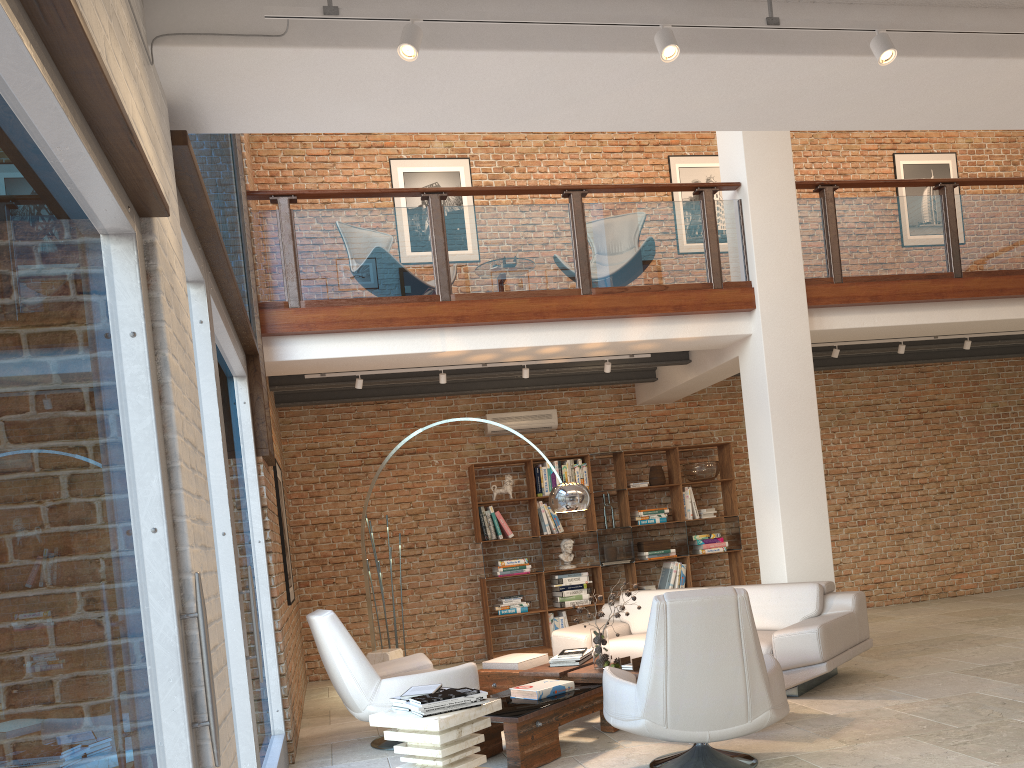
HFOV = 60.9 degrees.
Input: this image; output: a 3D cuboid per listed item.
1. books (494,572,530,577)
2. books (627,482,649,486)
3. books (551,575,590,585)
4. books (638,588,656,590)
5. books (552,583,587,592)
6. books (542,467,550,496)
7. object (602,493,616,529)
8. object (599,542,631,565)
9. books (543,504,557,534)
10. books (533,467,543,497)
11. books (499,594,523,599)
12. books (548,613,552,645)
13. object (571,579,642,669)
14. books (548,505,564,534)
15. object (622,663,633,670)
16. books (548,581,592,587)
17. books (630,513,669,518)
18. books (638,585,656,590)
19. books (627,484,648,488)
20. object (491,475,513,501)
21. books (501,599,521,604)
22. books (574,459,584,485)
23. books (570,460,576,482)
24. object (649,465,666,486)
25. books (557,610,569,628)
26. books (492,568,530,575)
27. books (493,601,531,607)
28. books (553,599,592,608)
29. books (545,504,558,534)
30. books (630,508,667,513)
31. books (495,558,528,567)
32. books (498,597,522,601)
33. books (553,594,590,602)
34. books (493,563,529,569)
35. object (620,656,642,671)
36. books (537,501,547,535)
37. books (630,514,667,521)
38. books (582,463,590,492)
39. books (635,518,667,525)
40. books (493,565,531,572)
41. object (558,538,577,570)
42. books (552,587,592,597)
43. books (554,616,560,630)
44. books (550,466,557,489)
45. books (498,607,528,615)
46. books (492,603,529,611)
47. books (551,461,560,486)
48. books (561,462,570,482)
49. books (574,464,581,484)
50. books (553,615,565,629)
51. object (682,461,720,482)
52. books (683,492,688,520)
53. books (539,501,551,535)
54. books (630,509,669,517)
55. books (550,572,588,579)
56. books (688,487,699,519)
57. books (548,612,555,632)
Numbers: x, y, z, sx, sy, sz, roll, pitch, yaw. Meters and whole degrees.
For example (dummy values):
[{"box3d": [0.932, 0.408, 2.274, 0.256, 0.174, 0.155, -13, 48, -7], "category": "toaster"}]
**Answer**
[{"box3d": [-0.002, 2.118, 9.709, 0.354, 0.020, 0.277, -4, -10, -12], "category": "books"}, {"box3d": [1.422, 1.147, 9.973, 0.235, 0.018, 0.174, -2, -10, -19], "category": "books"}, {"box3d": [0.653, 2.213, 9.856, 0.378, 0.064, 0.249, -3, -10, -18], "category": "books"}, {"box3d": [1.542, 2.369, 10.046, 0.162, 0.017, 0.257, -4, -10, -12], "category": "books"}, {"box3d": [0.644, 2.289, 9.822, 0.325, 0.055, 0.260, -3, -10, -17], "category": "books"}, {"box3d": [0.351, 1.105, 9.792, 0.055, 0.326, 0.258, -6, -3, -13], "category": "books"}, {"box3d": [1.092, 1.442, 9.896, 0.121, 0.395, 0.062, -6, 0, -10], "category": "object"}, {"box3d": [1.137, 1.931, 9.920, 0.334, 0.230, 0.288, -4, -6, -12], "category": "object"}, {"box3d": [0.394, 1.521, 9.805, 0.124, 0.345, 0.275, -6, -3, -13], "category": "books"}, {"box3d": [0.271, 1.113, 9.794, 0.055, 0.326, 0.258, -6, -3, -13], "category": "books"}, {"box3d": [-0.013, 2.369, 9.709, 0.251, 0.017, 0.165, -4, -10, -12], "category": "books"}, {"box3d": [0.403, 2.756, 9.782, 0.036, 0.380, 0.247, -6, -2, -13], "category": "books"}, {"box3d": [0.711, 1.652, 6.051, 0.539, 0.601, 0.321, -2, -4, -42], "category": "object"}, {"box3d": [0.464, 1.524, 9.814, 0.157, 0.326, 0.258, -6, -3, -13], "category": "books"}, {"box3d": [0.914, 1.872, 5.800, 0.270, 0.034, 0.253, 2, -13, -40], "category": "object"}, {"box3d": [0.653, 2.253, 9.837, 0.443, 0.020, 0.277, -4, -10, -12], "category": "books"}, {"box3d": [1.581, 1.514, 10.047, 0.378, 0.018, 0.249, -2, -10, -19], "category": "books"}, {"box3d": [1.551, 2.344, 10.053, 0.132, 0.033, 0.210, -3, -10, -17], "category": "books"}, {"box3d": [1.432, 1.171, 9.968, 0.205, 0.033, 0.135, -4, -10, -12], "category": "books"}, {"box3d": [-0.105, 1.143, 9.647, 0.251, 0.280, 0.131, -6, -1, -4], "category": "object"}, {"box3d": [-0.014, 2.424, 9.722, 0.205, 0.033, 0.135, -4, -10, -12], "category": "books"}, {"box3d": [0.758, 1.052, 9.888, 0.036, 0.380, 0.247, -6, -2, -13], "category": "books"}, {"box3d": [0.666, 1.058, 9.868, 0.036, 0.380, 0.247, -6, -2, -13], "category": "books"}, {"box3d": [1.664, 1.057, 10.015, 0.195, 0.230, 0.193, -9, -5, 35], "category": "object"}, {"box3d": [0.595, 2.746, 9.847, 0.079, 0.381, 0.247, -6, -2, -13], "category": "books"}, {"box3d": [-0.012, 2.089, 9.700, 0.378, 0.036, 0.249, -3, -10, -17], "category": "books"}, {"box3d": [-0.004, 2.445, 9.699, 0.378, 0.018, 0.249, -2, -10, -19], "category": "books"}, {"box3d": [0.677, 2.468, 9.835, 0.378, 0.064, 0.249, -3, -10, -18], "category": "books"}, {"box3d": [0.413, 1.521, 9.818, 0.124, 0.345, 0.275, -6, -3, -13], "category": "books"}, {"box3d": [1.573, 1.460, 10.058, 0.354, 0.020, 0.277, -3, -10, -14], "category": "books"}, {"box3d": [-0.009, 1.987, 9.713, 0.325, 0.055, 0.259, -4, -10, -10], "category": "books"}, {"box3d": [-0.023, 2.400, 9.727, 0.235, 0.018, 0.174, -2, -10, -19], "category": "books"}, {"box3d": [0.666, 2.413, 9.853, 0.361, 0.055, 0.287, -4, -10, -10], "category": "books"}, {"box3d": [-0.013, 2.026, 9.714, 0.354, 0.020, 0.277, -3, -10, -14], "category": "books"}, {"box3d": [0.795, 1.861, 5.801, 0.093, 0.081, 0.116, -1, -8, -40], "category": "object"}, {"box3d": [0.301, 1.512, 9.799, 0.101, 0.380, 0.247, -6, -2, -13], "category": "books"}, {"box3d": [1.567, 1.544, 10.054, 0.378, 0.036, 0.249, -4, -10, -12], "category": "books"}, {"box3d": [0.805, 1.079, 9.914, 0.055, 0.326, 0.258, -6, -3, -13], "category": "books"}, {"box3d": [1.593, 1.587, 10.050, 0.326, 0.055, 0.259, -6, -9, -2], "category": "books"}, {"box3d": [-0.004, 2.051, 9.695, 0.378, 0.036, 0.249, -3, -10, -18], "category": "books"}, {"box3d": [0.615, 1.914, 9.837, 0.196, 0.347, 0.195, -6, -2, 3], "category": "object"}, {"box3d": [0.674, 2.350, 9.839, 0.378, 0.064, 0.249, -1, -10, -25], "category": "books"}, {"box3d": [0.485, 2.779, 9.807, 0.057, 0.326, 0.258, -6, -3, -13], "category": "books"}, {"box3d": [0.438, 1.102, 9.829, 0.055, 0.326, 0.258, -6, -3, -13], "category": "books"}, {"box3d": [0.008, 2.518, 9.703, 0.326, 0.055, 0.259, -6, -9, -2], "category": "books"}, {"box3d": [-0.019, 2.475, 9.706, 0.378, 0.036, 0.249, -4, -10, -12], "category": "books"}, {"box3d": [0.485, 1.068, 9.819, 0.036, 0.380, 0.247, -6, -2, -13], "category": "books"}, {"box3d": [0.604, 1.075, 9.854, 0.020, 0.355, 0.275, -6, -3, -13], "category": "books"}, {"box3d": [0.715, 1.081, 9.872, 0.055, 0.326, 0.258, -6, -3, -13], "category": "books"}, {"box3d": [0.541, 2.773, 9.813, 0.055, 0.326, 0.258, -6, -3, -13], "category": "books"}, {"box3d": [2.213, 1.034, 10.176, 0.443, 0.216, 0.437, -10, -9, 29], "category": "object"}, {"box3d": [1.956, 1.425, 10.129, 0.055, 0.326, 0.258, -6, -3, -13], "category": "books"}, {"box3d": [0.342, 1.506, 9.784, 0.103, 0.380, 0.247, -6, -2, -13], "category": "books"}, {"box3d": [1.582, 1.485, 10.039, 0.378, 0.036, 0.249, -3, -10, -18], "category": "books"}, {"box3d": [0.645, 2.162, 9.850, 0.378, 0.036, 0.249, -4, -10, -12], "category": "books"}, {"box3d": [2.076, 1.394, 10.177, 0.101, 0.380, 0.247, -6, -2, -13], "category": "books"}, {"box3d": [0.435, 2.757, 9.806, 0.036, 0.380, 0.247, -6, -2, -13], "category": "books"}]
